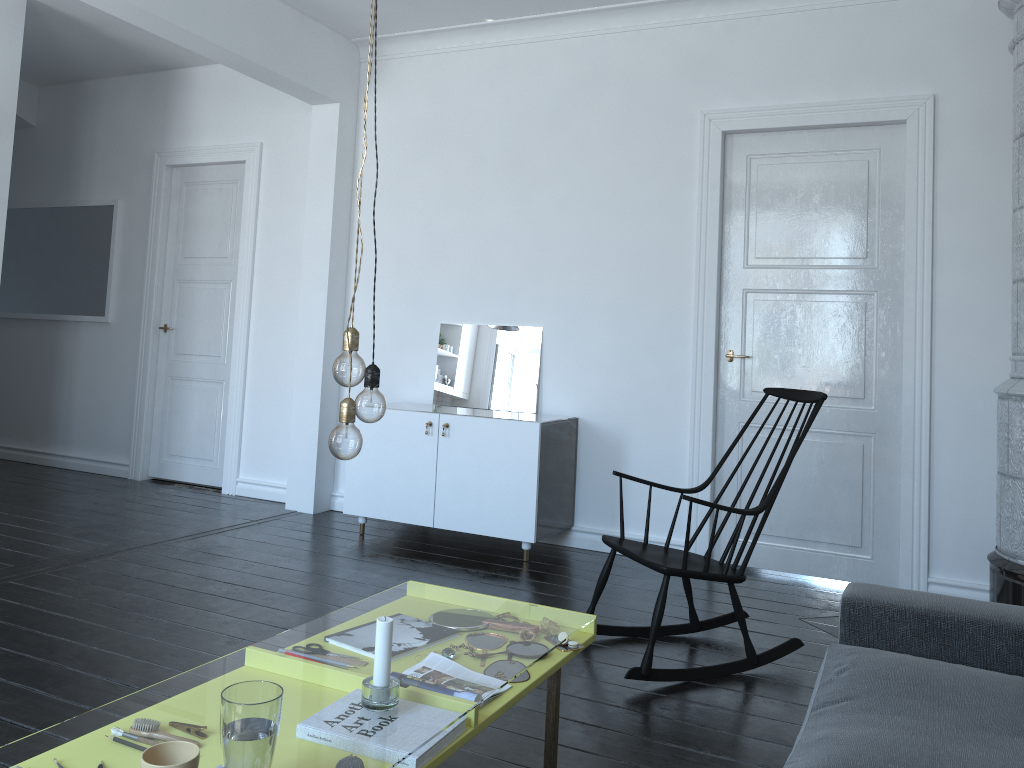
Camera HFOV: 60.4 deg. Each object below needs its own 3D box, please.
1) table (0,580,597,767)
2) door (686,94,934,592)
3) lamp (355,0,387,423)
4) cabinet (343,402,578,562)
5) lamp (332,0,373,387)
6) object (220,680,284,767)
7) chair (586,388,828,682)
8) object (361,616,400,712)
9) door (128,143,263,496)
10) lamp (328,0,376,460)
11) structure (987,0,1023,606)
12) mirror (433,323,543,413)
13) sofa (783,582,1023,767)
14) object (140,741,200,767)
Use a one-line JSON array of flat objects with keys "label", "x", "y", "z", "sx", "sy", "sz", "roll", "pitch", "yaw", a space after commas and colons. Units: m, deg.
[{"label": "table", "x": -0.350, "y": 0.827, "z": 1.893, "sx": 0.601, "sy": 0.401, "sz": 1.395, "roll": 3, "pitch": 2, "yaw": 26}, {"label": "door", "x": 1.535, "y": -0.238, "z": 4.588, "sx": 1.170, "sy": 2.495, "sz": 0.115, "roll": 1, "pitch": -4, "yaw": 26}, {"label": "lamp", "x": -0.297, "y": -0.662, "z": 2.075, "sx": 0.086, "sy": 1.509, "sz": 0.074, "roll": 4, "pitch": -4, "yaw": -13}, {"label": "cabinet", "x": -0.306, "y": 0.525, "z": 5.018, "sx": 1.202, "sy": 0.741, "sz": 0.586, "roll": 3, "pitch": -1, "yaw": 26}, {"label": "lamp", "x": -0.330, "y": -0.744, "z": 2.028, "sx": 0.074, "sy": 1.509, "sz": 0.074, "roll": 4, "pitch": -4, "yaw": -17}, {"label": "object", "x": -0.422, "y": 0.570, "z": 1.416, "sx": 0.097, "sy": 0.147, "sz": 0.097, "roll": 3, "pitch": -2, "yaw": -14}, {"label": "chair", "x": 0.739, "y": 0.514, "z": 3.358, "sx": 0.903, "sy": 1.013, "sz": 0.610, "roll": 3, "pitch": -2, "yaw": -19}, {"label": "object", "x": -0.258, "y": 0.551, "z": 1.751, "sx": 0.074, "sy": 0.175, "sz": 0.074, "roll": 5, "pitch": -4, "yaw": -29}, {"label": "door", "x": -2.293, "y": -0.507, "z": 6.438, "sx": 1.042, "sy": 2.495, "sz": 0.115, "roll": 1, "pitch": -5, "yaw": 26}, {"label": "lamp", "x": -0.332, "y": -0.587, "z": 1.974, "sx": 0.074, "sy": 1.509, "sz": 0.089, "roll": 6, "pitch": -6, "yaw": -40}, {"label": "structure", "x": 2.235, "y": -0.373, "z": 3.663, "sx": 1.266, "sy": 2.913, "sz": 0.774, "roll": 4, "pitch": -4, "yaw": -19}, {"label": "mirror", "x": -0.153, "y": -0.104, "z": 5.319, "sx": 0.697, "sy": 0.506, "sz": 0.053, "roll": 3, "pitch": -4, "yaw": 26}, {"label": "sofa", "x": 0.925, "y": 0.751, "z": 1.326, "sx": 1.085, "sy": 0.727, "sz": 2.363, "roll": 3, "pitch": 2, "yaw": 26}, {"label": "object", "x": -0.532, "y": 0.608, "z": 1.368, "sx": 0.086, "sy": 0.067, "sz": 0.087, "roll": 3, "pitch": 0, "yaw": -36}]
